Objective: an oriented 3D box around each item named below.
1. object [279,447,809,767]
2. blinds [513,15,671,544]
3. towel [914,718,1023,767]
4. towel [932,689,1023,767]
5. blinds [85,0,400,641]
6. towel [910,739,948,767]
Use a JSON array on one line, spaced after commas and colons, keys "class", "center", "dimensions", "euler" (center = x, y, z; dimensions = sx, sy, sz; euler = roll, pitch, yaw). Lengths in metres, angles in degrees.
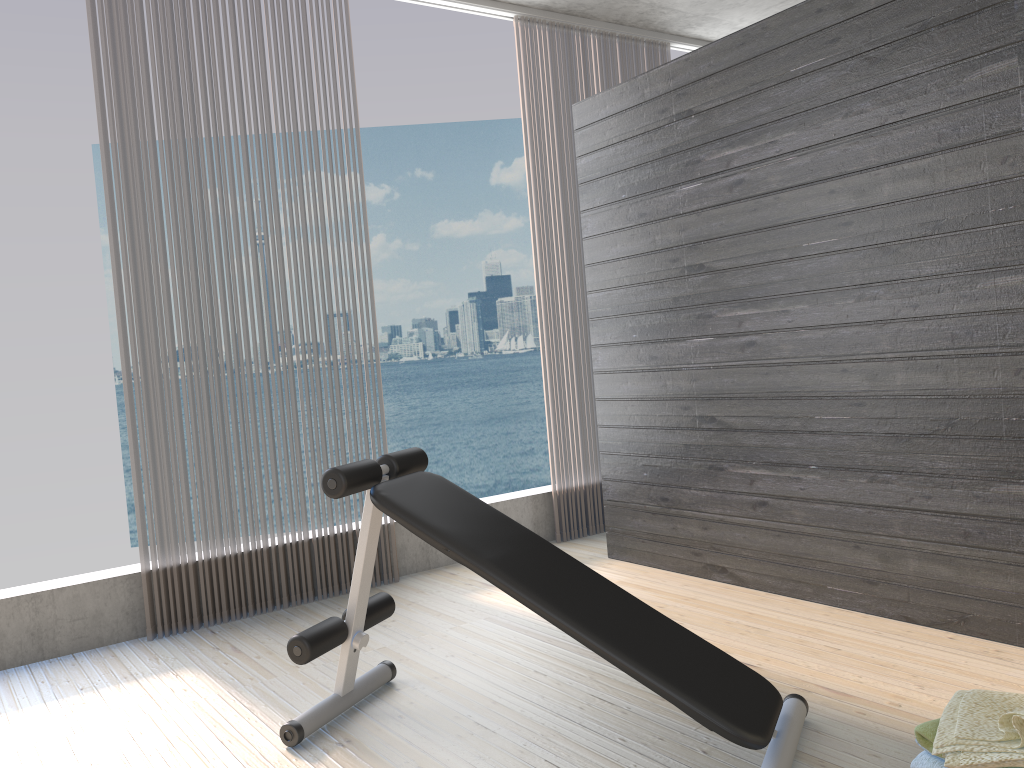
[{"class": "object", "center": [0.041, 0.549, 2.328], "dimensions": [1.312, 0.746, 0.505], "euler": [-4, 2, 25]}, {"class": "blinds", "center": [0.574, -0.582, 4.925], "dimensions": [1.133, 2.744, 0.069], "euler": [-6, 2, -35]}, {"class": "towel", "center": [1.090, 0.747, 1.841], "dimensions": [0.376, 0.085, 0.371], "euler": [-6, 2, -30]}, {"class": "towel", "center": [1.078, 0.695, 1.812], "dimensions": [0.373, 0.123, 0.384], "euler": [-3, 2, 39]}, {"class": "blinds", "center": [-1.092, -0.406, 3.771], "dimensions": [1.133, 2.744, 0.069], "euler": [-6, 2, -35]}, {"class": "towel", "center": [1.078, 0.785, 1.821], "dimensions": [0.383, 0.078, 0.383], "euler": [-5, 2, -18]}]
